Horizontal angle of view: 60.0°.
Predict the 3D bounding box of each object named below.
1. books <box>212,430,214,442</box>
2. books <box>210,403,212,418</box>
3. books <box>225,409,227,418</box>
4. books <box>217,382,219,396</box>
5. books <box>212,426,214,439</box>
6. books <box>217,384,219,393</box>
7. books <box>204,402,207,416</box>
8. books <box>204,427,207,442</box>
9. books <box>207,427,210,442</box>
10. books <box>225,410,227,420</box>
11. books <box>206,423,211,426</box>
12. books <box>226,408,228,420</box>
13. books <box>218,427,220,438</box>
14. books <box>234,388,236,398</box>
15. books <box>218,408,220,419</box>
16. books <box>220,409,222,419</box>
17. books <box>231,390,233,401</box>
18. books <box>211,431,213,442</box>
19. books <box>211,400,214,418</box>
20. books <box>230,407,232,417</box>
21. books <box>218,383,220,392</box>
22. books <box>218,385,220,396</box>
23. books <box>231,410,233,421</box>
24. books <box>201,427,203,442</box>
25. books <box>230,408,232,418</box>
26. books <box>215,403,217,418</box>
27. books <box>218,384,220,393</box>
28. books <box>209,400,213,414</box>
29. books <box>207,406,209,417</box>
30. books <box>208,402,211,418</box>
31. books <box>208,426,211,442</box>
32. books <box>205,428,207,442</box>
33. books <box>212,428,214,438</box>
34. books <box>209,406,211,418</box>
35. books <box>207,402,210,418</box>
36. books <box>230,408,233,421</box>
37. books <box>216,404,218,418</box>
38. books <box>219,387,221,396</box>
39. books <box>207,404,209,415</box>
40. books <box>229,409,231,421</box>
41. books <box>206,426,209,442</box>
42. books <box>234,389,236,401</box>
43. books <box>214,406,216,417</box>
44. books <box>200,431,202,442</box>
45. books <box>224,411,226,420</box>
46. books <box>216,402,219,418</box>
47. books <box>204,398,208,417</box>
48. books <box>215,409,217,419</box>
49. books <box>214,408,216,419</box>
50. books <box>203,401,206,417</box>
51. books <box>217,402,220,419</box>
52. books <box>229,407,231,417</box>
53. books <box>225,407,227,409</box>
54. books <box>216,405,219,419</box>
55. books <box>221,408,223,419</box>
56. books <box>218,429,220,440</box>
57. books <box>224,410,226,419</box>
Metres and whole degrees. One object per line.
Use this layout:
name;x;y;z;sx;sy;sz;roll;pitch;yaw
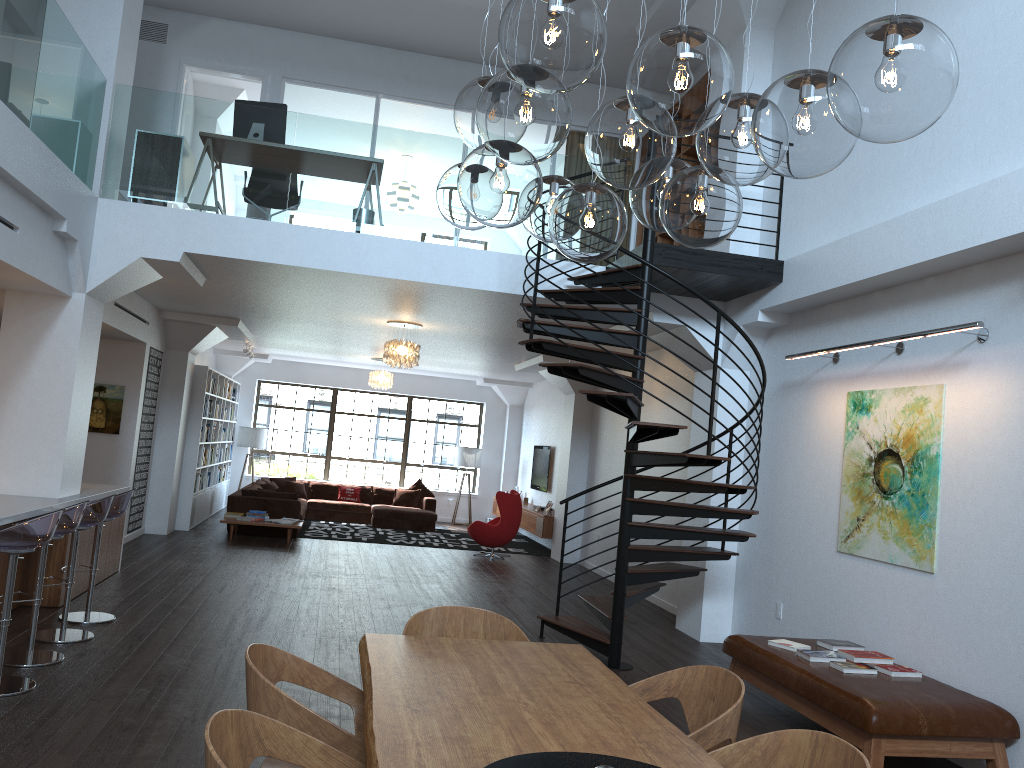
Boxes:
books;-4.992;0.840;14.598;0.161;0.207;0.135;6;-4;-11
books;-4.836;0.411;13.993;0.174;0.240;0.054;6;-4;-11
books;-5.235;0.550;16.008;0.136;0.196;0.045;6;-4;-11
books;-4.923;0.082;14.640;0.140;0.231;0.042;6;-4;-11
books;-4.977;0.808;14.480;0.183;0.253;0.042;6;-4;-11
books;-4.904;0.093;14.557;0.146;0.202;0.027;6;-4;-11
books;-4.693;0.371;13.308;0.174;0.242;0.105;6;-4;-11
books;-4.800;0.767;13.627;0.174;0.239;0.045;6;-4;-11
books;-4.864;0.787;13.970;0.174;0.239;0.045;6;-4;-11
books;-5.241;0.555;16.048;0.139;0.191;0.036;6;-4;-11
books;-4.895;0.769;14.104;0.176;0.294;0.102;6;-4;-11
books;-5.264;0.542;16.135;0.158;0.226;0.052;6;-4;-11
books;-5.096;0.849;15.136;0.174;0.251;0.051;6;-4;-11
books;-5.377;0.201;16.898;0.183;0.253;0.042;6;-4;-11
books;-5.014;0.461;14.944;0.159;0.250;0.026;6;-4;-11
books;-5.093;0.513;15.312;0.139;0.191;0.036;6;-4;-11
books;-5.271;0.191;16.442;0.161;0.223;0.032;6;-4;-11
books;-4.946;0.809;14.371;0.174;0.240;0.054;6;-4;-11
books;-4.867;0.395;14.157;0.176;0.291;0.053;6;-4;-11
books;-5.320;0.550;16.478;0.183;0.253;0.034;6;-4;-11
books;-4.938;0.087;14.687;0.158;0.226;0.052;6;-4;-11
books;-4.949;0.111;14.774;0.139;0.191;0.036;6;-4;-11
books;-5.397;0.568;16.811;0.183;0.253;0.034;6;-4;-11
books;-4.740;0.756;13.361;0.140;0.231;0.042;6;-4;-11
books;-5.353;0.562;16.596;0.174;0.240;0.045;6;-4;-11
books;-4.928;0.433;14.494;0.182;0.253;0.034;6;-4;-11
books;-4.944;0.088;14.736;0.140;0.231;0.042;6;-4;-11
books;-4.874;0.393;14.103;0.198;0.284;0.049;6;-4;-11
books;-4.795;0.385;13.732;0.180;0.259;0.042;6;-4;-11
books;-4.823;0.397;13.881;0.183;0.253;0.042;6;-4;-11
books;-4.874;0.785;14.043;0.182;0.253;0.034;6;-4;-11
books;-4.820;0.782;13.744;0.161;0.223;0.027;6;-4;-11
books;-4.957;0.822;14.445;0.161;0.223;0.032;6;-4;-11
books;-4.817;0.415;13.919;0.161;0.223;0.032;6;-4;-11
books;-4.806;0.396;13.810;0.171;0.246;0.039;6;-4;-11
books;-5.349;0.559;16.637;0.183;0.253;0.034;6;-4;-11
books;-4.971;0.448;14.686;0.170;0.245;0.057;6;-4;-11
books;-4.982;0.131;14.958;0.109;0.171;0.018;6;-4;-11
books;-4.773;0.383;13.648;0.183;0.253;0.042;6;-4;-11
books;-5.317;0.548;16.445;0.183;0.253;0.034;6;-4;-11
books;-4.846;0.774;13.872;0.182;0.253;0.034;6;-4;-11
books;-5.383;0.204;16.942;0.183;0.253;0.042;6;-4;-11
books;-4.889;0.424;14.324;0.182;0.253;0.034;6;-4;-11
books;-4.716;0.785;13.277;0.120;0.167;0.020;6;-4;-11
books;-5.218;0.555;15.934;0.128;0.178;0.021;6;-4;-11
books;-4.996;0.433;14.812;0.176;0.290;0.053;6;-4;-11
books;-4.697;0.352;13.387;0.176;0.290;0.053;6;-4;-11
books;-4.950;0.454;14.593;0.161;0.223;0.026;6;-4;-11
books;-4.908;0.434;14.395;0.174;0.239;0.045;6;-4;-11
books;-4.673;0.370;13.227;0.172;0.235;0.112;6;-4;-11
books;-5.012;0.439;14.871;0.197;0.283;0.065;6;-4;-11
books;-5.308;0.527;16.404;0.176;0.290;0.053;6;-4;-11
books;-5.251;0.537;16.088;0.140;0.231;0.042;6;-4;-11
books;-4.978;0.454;14.736;0.174;0.239;0.045;6;-4;-11
books;-5.101;0.511;15.372;0.146;0.202;0.027;6;-4;-11
books;-5.107;0.868;15.205;0.161;0.223;0.030;6;-4;-11
books;-5.219;0.550;15.907;0.134;0.184;0.030;6;-4;-11
